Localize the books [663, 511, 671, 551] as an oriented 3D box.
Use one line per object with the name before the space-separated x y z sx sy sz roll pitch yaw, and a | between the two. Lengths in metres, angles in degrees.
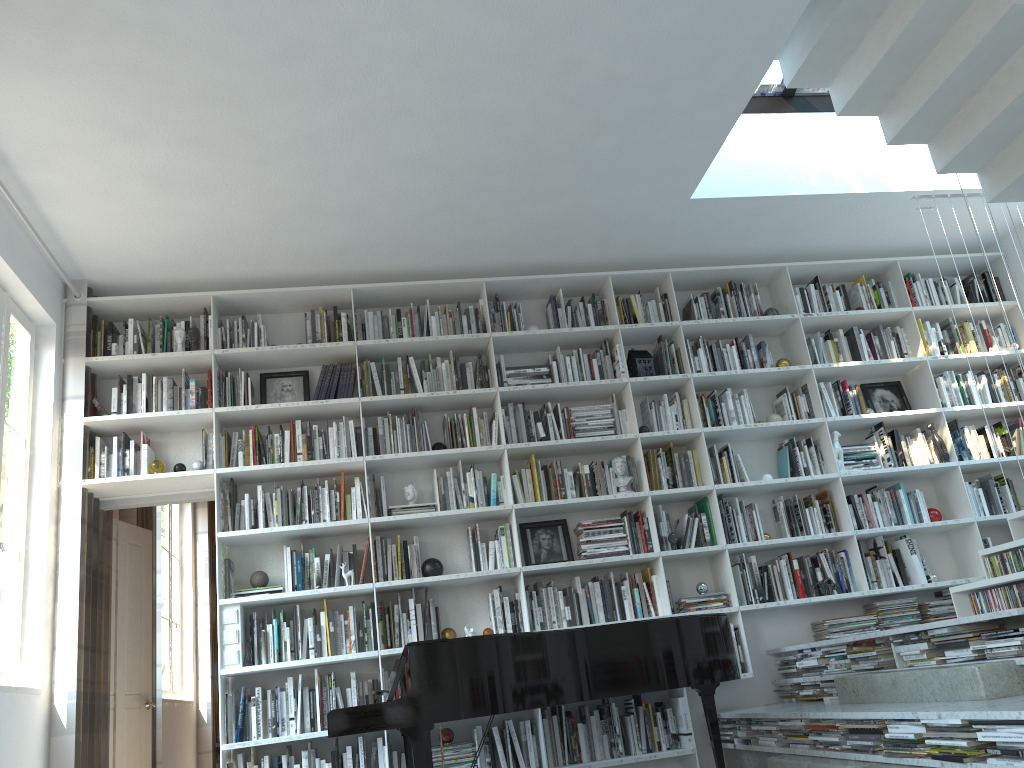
books | 0.942 0.937 5.517 0.012 0.265 0.158 -4 -19 -10

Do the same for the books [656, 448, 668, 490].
books | 0.943 0.571 5.632 0.019 0.293 0.164 -4 -19 -10

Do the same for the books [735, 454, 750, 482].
books | 1.458 0.571 5.699 0.051 0.209 0.177 -4 -19 -10

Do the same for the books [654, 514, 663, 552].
books | 0.885 0.946 5.500 0.028 0.252 0.143 -4 -19 -10

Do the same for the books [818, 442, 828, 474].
books | 2.015 0.517 5.815 0.010 0.244 0.159 -4 -19 -10

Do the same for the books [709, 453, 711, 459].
books | 1.265 0.578 5.698 0.007 0.243 0.146 -4 -19 -10

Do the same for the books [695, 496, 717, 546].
books | 1.217 0.884 5.561 0.014 0.323 0.183 -4 -19 -10

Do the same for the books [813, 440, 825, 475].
books | 1.982 0.514 5.804 0.011 0.251 0.169 -4 -19 -10

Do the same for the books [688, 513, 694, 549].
books | 1.092 0.938 5.532 0.094 0.237 0.150 -4 -19 -10

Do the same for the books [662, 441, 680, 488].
books | 1.015 0.547 5.657 0.021 0.336 0.170 -4 -19 -10

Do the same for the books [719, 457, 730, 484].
books | 1.338 0.585 5.667 0.017 0.191 0.192 -4 -19 -10

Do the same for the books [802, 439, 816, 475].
books | 1.919 0.514 5.814 0.032 0.273 0.155 -4 -19 -10

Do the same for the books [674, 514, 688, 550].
books | 1.037 0.942 5.502 0.095 0.227 0.190 -4 -19 -10

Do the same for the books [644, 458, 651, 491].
books | 0.839 0.610 5.632 0.013 0.246 0.177 -4 -19 -10

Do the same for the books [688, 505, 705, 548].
books | 1.156 0.911 5.554 0.013 0.284 0.139 -4 -19 -10

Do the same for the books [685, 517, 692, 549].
books | 1.078 0.953 5.526 0.090 0.211 0.143 -4 -19 -10

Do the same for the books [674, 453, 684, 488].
books | 1.038 0.587 5.650 0.033 0.252 0.175 -4 -19 -10

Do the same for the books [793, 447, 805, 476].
books | 1.842 0.542 5.780 0.013 0.218 0.188 -4 -19 -10

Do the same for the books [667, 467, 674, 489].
books | 0.991 0.630 5.645 0.030 0.180 0.132 -4 -19 -10

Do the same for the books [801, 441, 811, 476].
books | 1.889 0.520 5.798 0.015 0.258 0.152 -4 -19 -10

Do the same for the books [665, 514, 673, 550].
books | 0.967 0.944 5.519 0.035 0.247 0.141 -4 -19 -10

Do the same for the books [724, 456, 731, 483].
books | 1.356 0.584 5.699 0.014 0.208 0.157 -4 -19 -10

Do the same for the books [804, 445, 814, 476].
books | 1.906 0.533 5.788 0.012 0.223 0.178 -4 -19 -10

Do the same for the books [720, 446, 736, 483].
books | 1.386 0.551 5.710 0.006 0.269 0.179 -4 -19 -10

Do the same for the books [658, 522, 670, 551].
books | 0.918 0.965 5.477 0.027 0.191 0.183 -4 -19 -10

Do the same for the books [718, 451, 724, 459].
books | 1.344 0.569 5.702 0.008 0.241 0.169 -4 -19 -10

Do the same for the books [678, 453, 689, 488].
books | 1.065 0.582 5.629 0.027 0.241 0.189 -4 -19 -10

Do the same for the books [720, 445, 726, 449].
books | 1.404 0.552 5.763 0.011 0.299 0.089 -4 -19 -10

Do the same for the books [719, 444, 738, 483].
books | 1.399 0.544 5.720 0.013 0.286 0.159 -4 -19 -10

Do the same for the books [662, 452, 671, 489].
books | 0.960 0.585 5.654 0.035 0.277 0.139 -4 -19 -10

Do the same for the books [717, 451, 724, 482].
books | 1.315 0.566 5.703 0.013 0.255 0.145 -4 -19 -10

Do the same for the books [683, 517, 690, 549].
books | 1.054 0.950 5.506 0.089 0.209 0.176 -4 -19 -10

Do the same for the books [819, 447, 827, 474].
books | 1.999 0.537 5.815 0.023 0.211 0.165 -4 -19 -10

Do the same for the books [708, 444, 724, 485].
books | 1.290 0.548 5.675 0.013 0.278 0.192 -4 -19 -10

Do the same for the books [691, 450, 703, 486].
books | 1.169 0.573 5.685 0.033 0.267 0.142 -4 -19 -10

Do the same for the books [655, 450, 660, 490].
books | 0.905 0.579 5.636 0.035 0.292 0.145 -4 -19 -10

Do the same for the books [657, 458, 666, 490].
books | 0.930 0.602 5.622 0.015 0.231 0.180 -4 -19 -10

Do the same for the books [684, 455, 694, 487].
books | 1.111 0.589 5.663 0.028 0.238 0.146 -4 -19 -10

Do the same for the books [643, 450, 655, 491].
books | 0.869 0.578 5.620 0.035 0.292 0.145 -4 -19 -10

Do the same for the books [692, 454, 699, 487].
books | 1.150 0.585 5.681 0.019 0.247 0.149 -4 -19 -10

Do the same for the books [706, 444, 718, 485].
books | 1.244 0.552 5.683 0.035 0.286 0.192 -4 -19 -10

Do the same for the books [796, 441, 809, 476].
books | 1.873 0.520 5.795 0.018 0.262 0.165 -4 -19 -10

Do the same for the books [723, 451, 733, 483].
books | 1.375 0.568 5.712 0.017 0.242 0.133 -4 -19 -10

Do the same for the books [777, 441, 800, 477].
books | 1.808 0.525 5.788 0.021 0.263 0.175 -4 -19 -10

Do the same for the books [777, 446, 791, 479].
books | 1.772 0.542 5.783 0.056 0.240 0.154 -4 -19 -10

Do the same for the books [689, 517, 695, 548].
books | 1.096 0.953 5.537 0.090 0.214 0.139 -4 -19 -10

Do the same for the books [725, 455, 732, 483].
books | 1.367 0.579 5.693 0.007 0.211 0.159 -4 -19 -10

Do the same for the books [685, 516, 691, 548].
books | 1.066 0.949 5.531 0.095 0.225 0.144 -4 -19 -10

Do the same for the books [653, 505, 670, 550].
books | 0.929 0.916 5.513 0.013 0.305 0.141 -4 -19 -10

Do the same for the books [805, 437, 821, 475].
books | 1.944 0.505 5.797 0.012 0.272 0.184 -4 -19 -10

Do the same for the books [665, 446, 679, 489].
books | 1.008 0.562 5.630 0.019 0.292 0.183 -4 -19 -10

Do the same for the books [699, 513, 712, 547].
books | 1.183 0.931 5.529 0.029 0.222 0.171 -4 -19 -10

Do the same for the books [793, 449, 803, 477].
books | 1.833 0.547 5.777 0.006 0.209 0.189 -4 -19 -10

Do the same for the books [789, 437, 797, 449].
books | 1.847 0.511 5.809 0.013 0.294 0.154 -4 -19 -10

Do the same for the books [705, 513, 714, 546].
books | 1.206 0.932 5.544 0.021 0.225 0.149 -4 -19 -10

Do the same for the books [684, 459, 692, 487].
books | 1.090 0.600 5.635 0.034 0.203 0.182 -4 -19 -10

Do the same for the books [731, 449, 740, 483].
books | 1.422 0.561 5.726 0.007 0.253 0.161 -4 -19 -10

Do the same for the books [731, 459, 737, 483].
books | 1.391 0.551 5.716 0.006 0.272 0.167 -4 -19 -10

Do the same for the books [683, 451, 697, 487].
books | 1.133 0.573 5.667 0.032 0.265 0.143 -4 -19 -10

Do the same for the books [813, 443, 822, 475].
books | 1.968 0.524 5.817 0.013 0.244 0.159 -4 -19 -10
